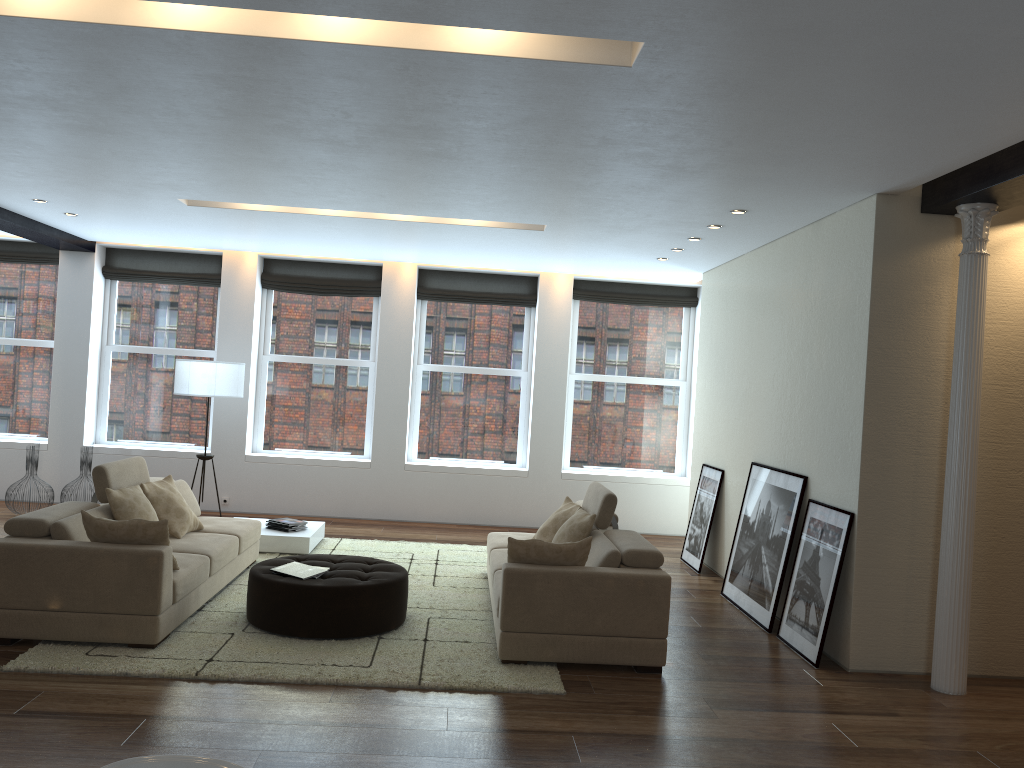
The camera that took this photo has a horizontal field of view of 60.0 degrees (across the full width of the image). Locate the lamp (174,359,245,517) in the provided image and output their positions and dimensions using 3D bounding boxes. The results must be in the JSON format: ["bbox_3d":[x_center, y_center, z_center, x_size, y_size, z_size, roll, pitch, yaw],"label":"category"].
[{"bbox_3d":[-3.227,0.620,9.352,0.698,1.728,0.698,3,0,21],"label":"lamp"}]

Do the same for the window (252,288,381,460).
[{"bbox_3d":[-2.316,-0.255,10.644,1.442,2.400,0.123,4,0,-3],"label":"window"}]

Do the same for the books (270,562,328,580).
[{"bbox_3d":[-1.380,1.207,5.737,0.301,0.040,0.220,3,0,32],"label":"books"}]

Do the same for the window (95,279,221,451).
[{"bbox_3d":[-4.146,-0.367,10.541,1.432,2.400,0.123,4,0,-3],"label":"window"}]

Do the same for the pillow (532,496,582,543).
[{"bbox_3d":[0.353,1.104,6.871,0.368,0.416,0.519,4,0,-8],"label":"pillow"}]

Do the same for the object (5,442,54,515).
[{"bbox_3d":[-5.070,0.985,9.352,0.458,0.781,0.458,4,0,-4],"label":"object"}]

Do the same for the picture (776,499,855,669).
[{"bbox_3d":[2.013,1.300,5.925,0.195,0.988,0.700,4,0,-3],"label":"picture"}]

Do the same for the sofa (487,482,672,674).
[{"bbox_3d":[0.366,1.223,6.501,1.021,0.950,2.581,4,0,-3],"label":"sofa"}]

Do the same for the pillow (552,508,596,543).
[{"bbox_3d":[0.402,1.094,6.248,0.301,0.439,0.534,4,0,-7],"label":"pillow"}]

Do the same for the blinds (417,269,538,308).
[{"bbox_3d":[-0.414,-1.156,10.688,1.442,0.393,0.156,4,0,-3],"label":"blinds"}]

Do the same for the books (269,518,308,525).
[{"bbox_3d":[-2.106,1.291,8.342,0.300,0.010,0.220,3,0,37],"label":"books"}]

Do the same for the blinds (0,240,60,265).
[{"bbox_3d":[-5.883,-1.550,10.381,1.396,0.275,0.156,4,0,-3],"label":"blinds"}]

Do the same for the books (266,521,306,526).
[{"bbox_3d":[-2.120,1.300,8.320,0.300,0.010,0.220,3,0,32],"label":"books"}]

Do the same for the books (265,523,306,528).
[{"bbox_3d":[-2.121,1.319,8.320,0.300,0.010,0.220,3,0,22],"label":"books"}]

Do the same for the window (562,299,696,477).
[{"bbox_3d":[1.416,-0.026,10.853,1.563,2.400,0.123,4,0,-3],"label":"window"}]

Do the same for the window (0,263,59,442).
[{"bbox_3d":[-5.952,-0.477,10.440,1.391,2.400,0.123,4,0,-3],"label":"window"}]

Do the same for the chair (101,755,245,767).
[{"bbox_3d":[-0.702,1.196,1.580,0.495,0.835,0.581,4,0,-3],"label":"chair"}]

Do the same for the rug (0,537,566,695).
[{"bbox_3d":[-1.314,1.587,6.838,2.972,0.020,4.231,4,0,-3],"label":"rug"}]

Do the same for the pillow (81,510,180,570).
[{"bbox_3d":[-2.284,0.949,5.336,0.518,0.393,0.395,3,0,0],"label":"pillow"}]

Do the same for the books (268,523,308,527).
[{"bbox_3d":[-2.107,1.310,8.342,0.300,0.010,0.220,3,0,12],"label":"books"}]

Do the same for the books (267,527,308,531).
[{"bbox_3d":[-2.110,1.349,8.342,0.300,0.010,0.220,3,0,17],"label":"books"}]

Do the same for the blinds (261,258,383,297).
[{"bbox_3d":[-2.249,-1.261,10.585,1.439,0.424,0.156,4,0,-3],"label":"blinds"}]

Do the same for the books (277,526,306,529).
[{"bbox_3d":[-2.108,1.330,8.342,0.220,0.010,0.300,4,0,-43],"label":"books"}]

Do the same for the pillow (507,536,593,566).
[{"bbox_3d":[0.206,1.102,5.476,0.518,0.393,0.395,4,0,-7],"label":"pillow"}]

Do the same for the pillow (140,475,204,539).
[{"bbox_3d":[-2.585,0.924,6.706,0.368,0.416,0.519,3,0,1],"label":"pillow"}]

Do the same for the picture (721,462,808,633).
[{"bbox_3d":[1.947,1.225,6.944,0.225,1.140,1.183,4,0,-3],"label":"picture"}]

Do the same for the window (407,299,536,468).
[{"bbox_3d":[-0.480,-0.143,10.747,1.443,2.400,0.123,4,0,-3],"label":"window"}]

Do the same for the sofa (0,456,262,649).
[{"bbox_3d":[-2.571,1.043,6.336,1.021,0.950,2.581,4,0,-3],"label":"sofa"}]

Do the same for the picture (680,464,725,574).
[{"bbox_3d":[1.859,1.300,8.697,0.195,0.988,0.700,4,0,-3],"label":"picture"}]

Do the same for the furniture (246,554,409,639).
[{"bbox_3d":[-1.230,1.402,5.959,1.057,0.355,1.057,3,0,-1],"label":"furniture"}]

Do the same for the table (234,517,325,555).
[{"bbox_3d":[-2.297,1.438,8.402,0.900,0.170,0.900,4,0,-3],"label":"table"}]

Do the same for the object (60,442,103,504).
[{"bbox_3d":[-4.618,1.014,9.595,0.458,0.781,0.458,4,0,-4],"label":"object"}]

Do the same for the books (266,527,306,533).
[{"bbox_3d":[-2.124,1.358,8.320,0.300,0.010,0.220,3,0,32],"label":"books"}]

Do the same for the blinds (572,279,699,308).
[{"bbox_3d":[1.486,-1.093,10.795,1.563,0.275,0.156,4,0,-3],"label":"blinds"}]

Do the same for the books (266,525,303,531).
[{"bbox_3d":[-2.122,1.338,8.320,0.300,0.010,0.220,3,0,32],"label":"books"}]

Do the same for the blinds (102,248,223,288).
[{"bbox_3d":[-4.080,-1.379,10.467,1.431,0.395,0.183,4,0,-3],"label":"blinds"}]

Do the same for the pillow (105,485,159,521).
[{"bbox_3d":[-2.562,0.913,6.082,0.301,0.439,0.534,3,0,0],"label":"pillow"}]

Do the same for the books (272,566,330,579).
[{"bbox_3d":[-1.367,1.215,5.759,0.300,0.031,0.219,3,0,12],"label":"books"}]
